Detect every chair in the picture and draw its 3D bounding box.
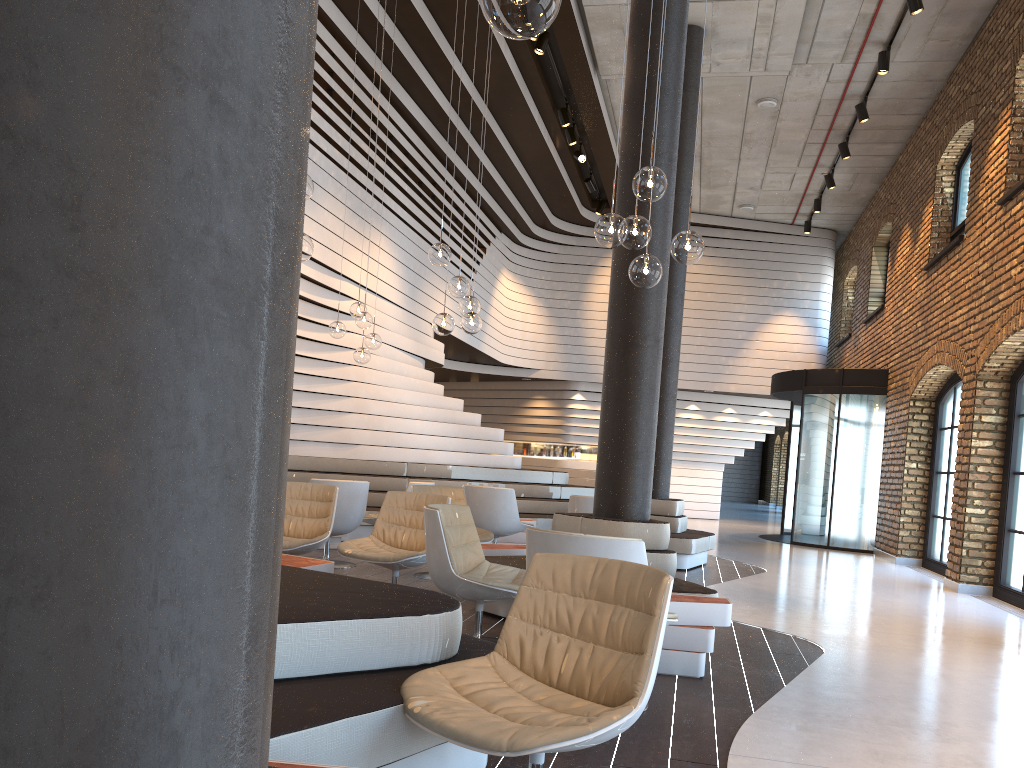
[{"bbox_3d":[-0.781,1.118,5.952,0.658,0.767,0.710,3,-2,32],"label":"chair"},{"bbox_3d":[-1.145,1.324,8.715,0.711,0.767,0.656,4,-1,12],"label":"chair"},{"bbox_3d":[-1.592,1.082,6.215,0.657,0.767,0.710,4,-2,19],"label":"chair"},{"bbox_3d":[-0.540,1.267,7.522,0.655,0.767,0.712,5,-2,-38],"label":"chair"},{"bbox_3d":[-1.629,1.214,7.814,0.655,0.767,0.712,5,-2,-34],"label":"chair"},{"bbox_3d":[0.375,1.034,3.956,0.658,0.767,0.710,3,-2,30],"label":"chair"},{"bbox_3d":[-0.157,1.072,4.871,0.711,0.767,0.656,4,-1,15],"label":"chair"},{"bbox_3d":[0.813,1.422,8.210,0.657,0.767,0.711,4,-1,13],"label":"chair"},{"bbox_3d":[0.075,0.889,2.489,0.709,0.767,0.658,5,-2,-41],"label":"chair"},{"bbox_3d":[-0.157,1.409,8.879,0.657,0.767,0.710,3,-2,28],"label":"chair"}]

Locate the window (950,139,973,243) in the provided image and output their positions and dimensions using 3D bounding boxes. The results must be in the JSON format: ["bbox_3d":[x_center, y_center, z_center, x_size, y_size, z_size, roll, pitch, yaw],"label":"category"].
[{"bbox_3d":[5.501,-2.265,10.473,0.126,1.452,1.571,4,-2,12],"label":"window"}]

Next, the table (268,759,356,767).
[{"bbox_3d":[-0.162,1.008,1.750,0.907,0.371,0.413,3,-2,20],"label":"table"}]

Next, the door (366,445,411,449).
[{"bbox_3d":[-3.033,1.330,21.915,1.774,2.705,0.079,4,1,17],"label":"door"}]

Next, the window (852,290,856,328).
[{"bbox_3d":[6.951,-1.573,17.465,0.126,1.452,1.571,4,-2,12],"label":"window"}]

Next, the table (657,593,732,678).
[{"bbox_3d":[0.710,1.318,4.695,0.906,0.371,0.414,4,-2,5],"label":"table"}]

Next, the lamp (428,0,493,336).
[{"bbox_3d":[-0.273,-2.721,6.484,0.310,4.748,0.660,5,1,21],"label":"lamp"}]

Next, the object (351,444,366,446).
[{"bbox_3d":[-2.426,1.047,13.150,0.368,0.554,0.597,4,-2,-37],"label":"object"}]

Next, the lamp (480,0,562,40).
[{"bbox_3d":[0.155,-3.020,1.792,0.543,4.635,0.275,3,2,-26],"label":"lamp"}]

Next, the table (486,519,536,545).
[{"bbox_3d":[-0.161,1.680,9.748,0.905,0.371,0.414,5,-2,-15],"label":"table"}]

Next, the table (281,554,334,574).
[{"bbox_3d":[-1.392,1.213,5.242,0.908,0.370,0.413,0,-4,45],"label":"table"}]

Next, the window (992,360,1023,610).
[{"bbox_3d":[4.782,0.790,7.755,0.130,2.537,2.356,4,-1,12],"label":"window"}]

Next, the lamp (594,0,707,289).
[{"bbox_3d":[0.833,-2.817,4.290,0.544,4.681,0.293,4,1,-3],"label":"lamp"}]

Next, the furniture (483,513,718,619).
[{"bbox_3d":[0.415,1.217,5.826,1.273,0.722,1.777,5,-4,-17],"label":"furniture"}]

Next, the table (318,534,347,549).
[{"bbox_3d":[-2.055,1.474,8.924,0.905,0.371,0.414,7,-4,-40],"label":"table"}]

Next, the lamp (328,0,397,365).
[{"bbox_3d":[-1.330,-2.552,8.413,0.531,4.721,0.333,3,2,-26],"label":"lamp"}]

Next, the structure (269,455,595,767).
[{"bbox_3d":[-1.956,0.885,5.148,5.775,0.927,18.242,3,-5,9],"label":"structure"}]

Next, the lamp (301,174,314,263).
[{"bbox_3d":[-1.073,-2.917,4.728,0.294,4.681,0.543,4,1,7],"label":"lamp"}]

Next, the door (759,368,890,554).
[{"bbox_3d":[5.908,1.359,14.782,3.206,2.855,3.253,3,-2,19],"label":"door"}]

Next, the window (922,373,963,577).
[{"bbox_3d":[5.359,1.065,10.534,0.130,2.537,2.356,4,-1,12],"label":"window"}]

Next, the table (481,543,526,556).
[{"bbox_3d":[-0.071,1.444,6.862,0.905,0.371,0.414,7,-4,-40],"label":"table"}]

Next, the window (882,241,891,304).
[{"bbox_3d":[6.345,-1.862,14.545,0.126,1.452,1.571,4,-2,12],"label":"window"}]

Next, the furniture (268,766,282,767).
[{"bbox_3d":[-0.134,0.729,0.482,1.275,0.722,1.775,4,-4,8],"label":"furniture"}]

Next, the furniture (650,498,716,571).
[{"bbox_3d":[1.710,1.652,9.892,1.770,0.722,1.279,8,-5,-42],"label":"furniture"}]
